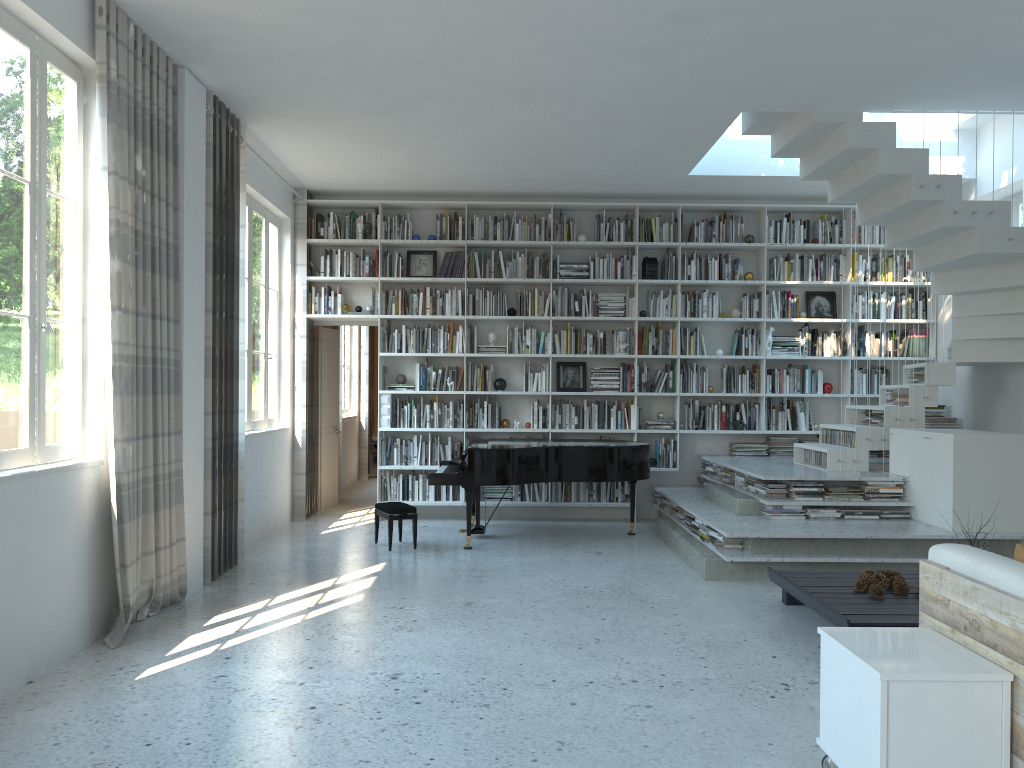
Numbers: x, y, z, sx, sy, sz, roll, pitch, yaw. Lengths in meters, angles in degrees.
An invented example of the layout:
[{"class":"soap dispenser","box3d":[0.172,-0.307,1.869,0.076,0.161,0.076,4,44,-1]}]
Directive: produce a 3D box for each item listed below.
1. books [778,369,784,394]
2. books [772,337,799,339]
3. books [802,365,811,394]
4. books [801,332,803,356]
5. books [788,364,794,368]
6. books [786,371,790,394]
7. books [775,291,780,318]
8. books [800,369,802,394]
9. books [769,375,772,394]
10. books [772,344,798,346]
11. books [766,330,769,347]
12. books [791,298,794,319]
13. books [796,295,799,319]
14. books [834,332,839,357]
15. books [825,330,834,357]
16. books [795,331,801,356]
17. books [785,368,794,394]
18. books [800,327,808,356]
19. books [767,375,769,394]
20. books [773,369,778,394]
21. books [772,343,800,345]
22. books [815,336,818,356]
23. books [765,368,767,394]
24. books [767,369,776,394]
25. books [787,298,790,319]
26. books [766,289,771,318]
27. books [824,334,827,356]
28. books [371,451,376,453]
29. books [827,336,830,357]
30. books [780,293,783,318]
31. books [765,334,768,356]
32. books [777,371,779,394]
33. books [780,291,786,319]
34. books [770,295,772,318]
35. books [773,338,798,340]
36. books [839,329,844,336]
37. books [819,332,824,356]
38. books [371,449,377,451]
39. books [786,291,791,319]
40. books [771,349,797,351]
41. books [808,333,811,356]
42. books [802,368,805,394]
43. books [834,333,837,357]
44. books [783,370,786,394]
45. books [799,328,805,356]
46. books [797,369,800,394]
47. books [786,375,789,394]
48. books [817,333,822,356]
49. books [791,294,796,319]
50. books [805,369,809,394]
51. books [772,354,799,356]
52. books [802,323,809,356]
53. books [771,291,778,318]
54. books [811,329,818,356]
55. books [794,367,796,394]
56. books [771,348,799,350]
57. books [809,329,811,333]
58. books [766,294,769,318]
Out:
[{"class":"books","box3d":[2.671,-0.026,8.872,0.045,0.246,0.185,0,0,-1]},{"class":"books","box3d":[2.712,-0.458,8.889,0.285,0.012,0.159,0,0,-3]},{"class":"books","box3d":[2.948,-0.046,8.877,0.026,0.290,0.181,0,0,-1]},{"class":"books","box3d":[2.882,-0.392,8.904,0.023,0.247,0.138,0,0,-1]},{"class":"books","box3d":[2.793,-0.052,8.885,0.013,0.299,0.147,0,0,-1]},{"class":"books","box3d":[2.753,-0.017,8.886,0.012,0.229,0.179,0,0,-1]},{"class":"books","box3d":[2.656,-0.781,8.892,0.012,0.285,0.159,0,0,-1]},{"class":"books","box3d":[2.867,-0.026,8.872,0.014,0.249,0.177,0,0,-1]},{"class":"books","box3d":[2.565,0.004,8.881,0.022,0.184,0.162,0,0,-1]},{"class":"books","box3d":[2.712,-0.386,8.883,0.254,0.012,0.161,0,0,4]},{"class":"books","box3d":[2.545,-0.405,8.894,0.028,0.267,0.137,0,0,-1]},{"class":"books","box3d":[2.781,-0.744,8.882,0.033,0.213,0.152,0,0,-1]},{"class":"books","box3d":[2.832,-0.760,8.872,0.026,0.244,0.178,0,0,-1]},{"class":"books","box3d":[3.238,-0.393,8.894,0.024,0.255,0.145,0,0,-1]},{"class":"books","box3d":[3.175,-0.402,8.876,0.021,0.271,0.191,0,0,-1]},{"class":"books","box3d":[2.865,-0.396,8.886,0.012,0.254,0.161,0,0,-1]},{"class":"books","box3d":[2.773,-0.030,8.863,0.028,0.255,0.191,0,0,-1]},{"class":"books","box3d":[2.920,-0.419,8.870,0.011,0.300,0.184,0,0,-1]},{"class":"books","box3d":[2.543,0.003,8.883,0.023,0.186,0.159,0,0,-1]},{"class":"books","box3d":[2.627,-0.027,8.889,0.024,0.247,0.143,0,0,-1]},{"class":"books","box3d":[2.712,-0.398,8.887,0.285,0.012,0.159,0,0,-4]},{"class":"books","box3d":[3.043,-0.406,8.910,0.010,0.278,0.129,0,0,-1]},{"class":"books","box3d":[2.525,-0.031,8.893,0.012,0.254,0.161,0,0,-1]},{"class":"books","box3d":[2.592,-0.026,8.878,0.047,0.244,0.177,0,0,-1]},{"class":"books","box3d":[2.744,-0.742,8.866,0.013,0.207,0.189,0,0,-1]},{"class":"books","box3d":[2.563,-0.790,8.888,0.015,0.301,0.140,0,0,-1]},{"class":"books","box3d":[3.124,-0.384,8.907,0.028,0.235,0.129,0,0,-1]},{"class":"books","box3d":[-2.093,0.995,13.054,0.128,0.030,0.182,0,0,21]},{"class":"books","box3d":[3.151,-0.373,8.900,0.025,0.213,0.155,0,0,-1]},{"class":"books","box3d":[2.684,-0.773,8.902,0.043,0.269,0.131,0,0,-1]},{"class":"books","box3d":[2.517,-0.383,8.864,0.027,0.221,0.184,0,0,-1]},{"class":"books","box3d":[2.645,-0.015,8.877,0.011,0.223,0.163,0,0,-1]},{"class":"books","box3d":[2.712,-0.782,8.879,0.012,0.287,0.176,0,0,-1]},{"class":"books","box3d":[2.576,-0.764,8.879,0.011,0.248,0.155,0,0,-1]},{"class":"books","box3d":[2.712,-0.446,8.889,0.254,0.012,0.161,0,0,1]},{"class":"books","box3d":[3.314,-0.407,8.910,0.029,0.283,0.138,0,0,-1]},{"class":"books","box3d":[3.095,-0.392,8.908,0.031,0.250,0.133,0,0,-1]},{"class":"books","box3d":[-2.097,0.969,13.053,0.189,0.022,0.133,1,-1,-40]},{"class":"books","box3d":[2.758,-0.781,8.877,0.014,0.285,0.175,0,0,-1]},{"class":"books","box3d":[2.708,-0.337,8.890,0.254,0.012,0.161,0,0,1]},{"class":"books","box3d":[2.950,-0.387,8.878,0.030,0.236,0.179,0,0,-1]},{"class":"books","box3d":[2.905,-0.028,8.898,0.012,0.254,0.161,0,0,-1]},{"class":"books","box3d":[3.206,-0.386,8.879,0.041,0.239,0.176,0,0,-1]},{"class":"books","box3d":[2.706,-0.022,8.887,0.026,0.239,0.177,0,0,-1]},{"class":"books","box3d":[2.908,-0.411,8.897,0.012,0.285,0.159,0,0,-1]},{"class":"books","box3d":[2.847,-0.025,8.892,0.026,0.246,0.165,0,0,-1]},{"class":"books","box3d":[2.733,0.007,8.876,0.027,0.181,0.186,0,0,-1]},{"class":"books","box3d":[3.063,-0.388,8.889,0.031,0.242,0.147,0,0,-1]},{"class":"books","box3d":[2.808,-0.764,8.882,0.021,0.253,0.167,0,0,-1]},{"class":"books","box3d":[2.923,-0.023,8.873,0.023,0.244,0.189,0,0,-1]},{"class":"books","box3d":[2.708,-0.288,8.885,0.285,0.012,0.159,0,0,3]},{"class":"books","box3d":[2.931,-0.438,8.869,0.010,0.339,0.180,0,0,-1]},{"class":"books","box3d":[2.614,-0.784,8.885,0.065,0.289,0.146,0,0,-1]},{"class":"books","box3d":[3.008,-0.409,8.882,0.059,0.282,0.167,0,0,-1]},{"class":"books","box3d":[2.806,-0.033,8.868,0.012,0.262,0.186,0,0,-1]},{"class":"books","box3d":[2.709,-0.349,8.890,0.285,0.012,0.159,0,0,-3]},{"class":"books","box3d":[2.972,-0.408,8.895,0.013,0.280,0.131,0,0,-1]},{"class":"books","box3d":[2.540,-0.767,8.901,0.030,0.253,0.128,0,0,-1]}]
